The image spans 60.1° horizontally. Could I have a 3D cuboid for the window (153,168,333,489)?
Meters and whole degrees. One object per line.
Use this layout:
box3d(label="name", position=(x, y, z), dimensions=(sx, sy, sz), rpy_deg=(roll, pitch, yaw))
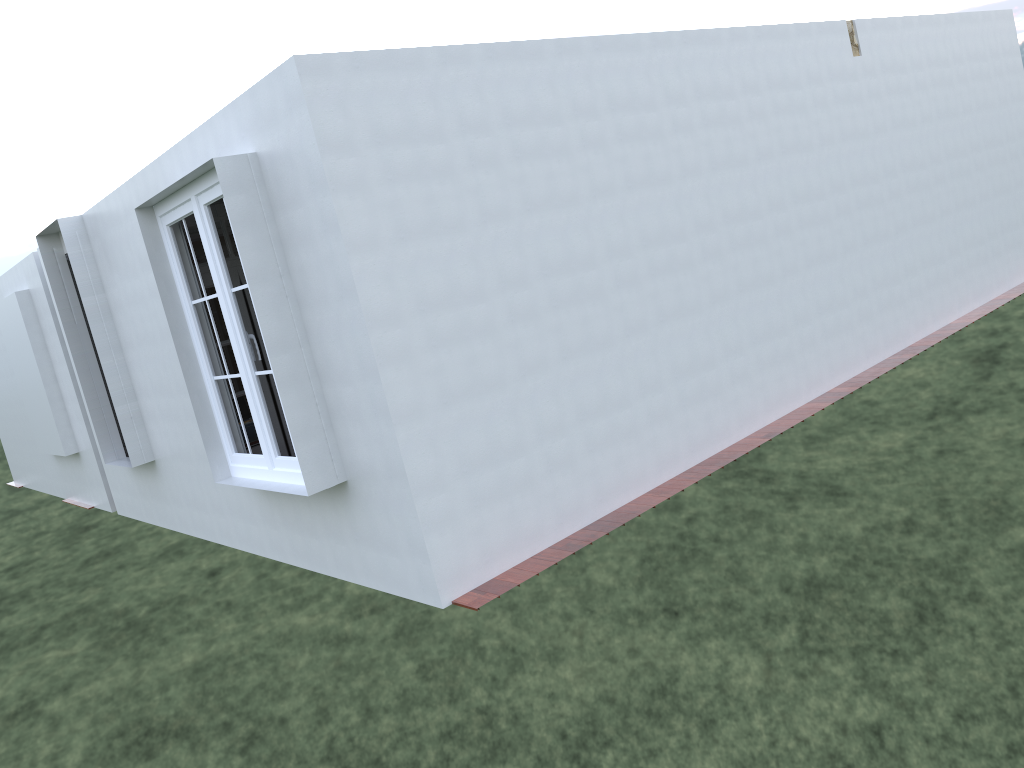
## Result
box3d(label="window", position=(-1.751, -0.330, 5.726), dimensions=(0.128, 1.974, 1.523), rpy_deg=(-19, 8, -38))

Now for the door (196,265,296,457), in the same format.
box3d(label="door", position=(-2.009, 0.076, 7.395), dimensions=(1.170, 2.170, 0.040), rpy_deg=(-19, 8, -38))

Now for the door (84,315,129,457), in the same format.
box3d(label="door", position=(-3.942, 0.184, 9.820), dimensions=(1.170, 2.170, 0.040), rpy_deg=(-19, 8, -38))
